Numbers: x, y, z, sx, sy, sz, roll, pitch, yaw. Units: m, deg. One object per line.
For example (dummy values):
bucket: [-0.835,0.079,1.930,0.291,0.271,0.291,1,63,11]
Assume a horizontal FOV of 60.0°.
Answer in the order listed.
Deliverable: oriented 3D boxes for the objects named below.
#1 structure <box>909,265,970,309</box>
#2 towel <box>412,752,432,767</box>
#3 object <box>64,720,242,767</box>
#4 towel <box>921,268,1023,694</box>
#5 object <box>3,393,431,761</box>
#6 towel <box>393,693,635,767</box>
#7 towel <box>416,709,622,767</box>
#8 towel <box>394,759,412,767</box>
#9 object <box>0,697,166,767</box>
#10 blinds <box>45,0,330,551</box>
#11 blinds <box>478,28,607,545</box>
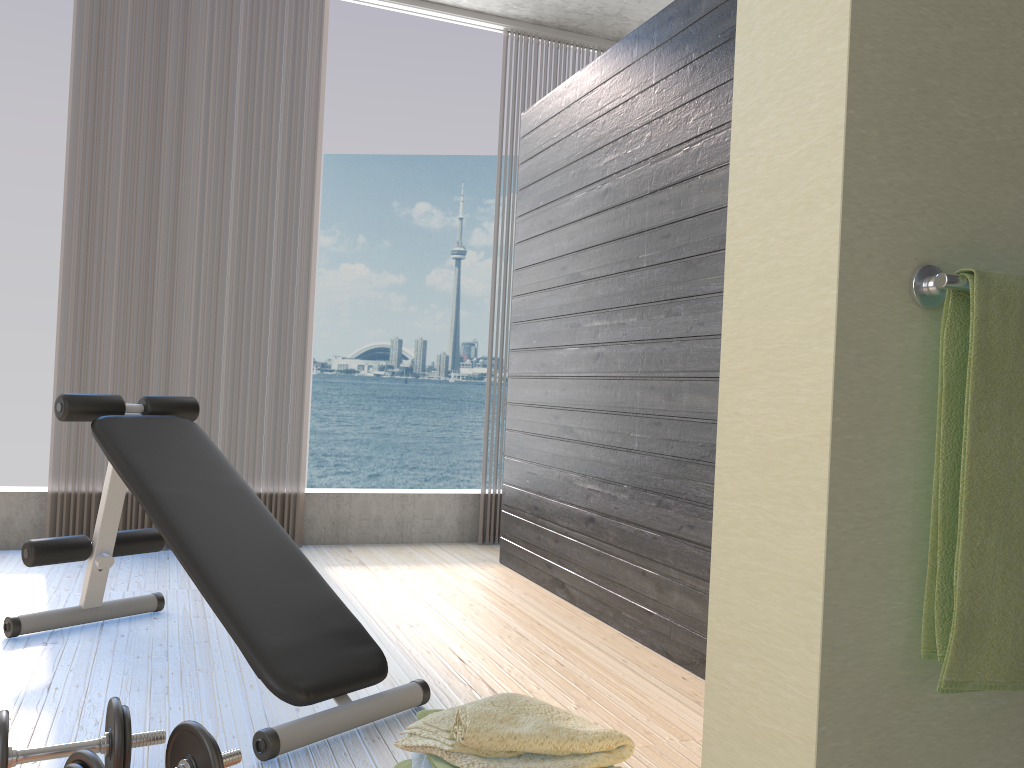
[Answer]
structure: [0.561,-0.097,0.958,0.298,0.046,0.052,3,0,-21]
towel: [-0.007,0.762,1.737,0.383,0.078,0.383,3,0,-4]
object: [-0.650,0.707,1.557,0.176,0.176,0.385,2,-1,40]
towel: [0.539,0.103,0.930,0.214,0.433,0.070,3,0,-26]
object: [-0.857,0.422,2.477,1.312,0.746,0.505,2,-1,38]
towel: [0.004,0.672,1.730,0.384,0.123,0.373,3,-1,-37]
towel: [0.014,0.727,1.754,0.376,0.085,0.371,3,0,-16]
towel: [-0.016,0.787,1.713,0.380,0.081,0.367,3,0,-23]
object: [-0.871,0.706,1.706,0.385,0.176,0.176,3,0,-30]
blinds: [-1.487,-0.595,4.165,1.133,2.744,0.069,3,0,-21]
blinds: [0.407,-0.496,4.900,1.133,2.744,0.069,3,0,-21]
